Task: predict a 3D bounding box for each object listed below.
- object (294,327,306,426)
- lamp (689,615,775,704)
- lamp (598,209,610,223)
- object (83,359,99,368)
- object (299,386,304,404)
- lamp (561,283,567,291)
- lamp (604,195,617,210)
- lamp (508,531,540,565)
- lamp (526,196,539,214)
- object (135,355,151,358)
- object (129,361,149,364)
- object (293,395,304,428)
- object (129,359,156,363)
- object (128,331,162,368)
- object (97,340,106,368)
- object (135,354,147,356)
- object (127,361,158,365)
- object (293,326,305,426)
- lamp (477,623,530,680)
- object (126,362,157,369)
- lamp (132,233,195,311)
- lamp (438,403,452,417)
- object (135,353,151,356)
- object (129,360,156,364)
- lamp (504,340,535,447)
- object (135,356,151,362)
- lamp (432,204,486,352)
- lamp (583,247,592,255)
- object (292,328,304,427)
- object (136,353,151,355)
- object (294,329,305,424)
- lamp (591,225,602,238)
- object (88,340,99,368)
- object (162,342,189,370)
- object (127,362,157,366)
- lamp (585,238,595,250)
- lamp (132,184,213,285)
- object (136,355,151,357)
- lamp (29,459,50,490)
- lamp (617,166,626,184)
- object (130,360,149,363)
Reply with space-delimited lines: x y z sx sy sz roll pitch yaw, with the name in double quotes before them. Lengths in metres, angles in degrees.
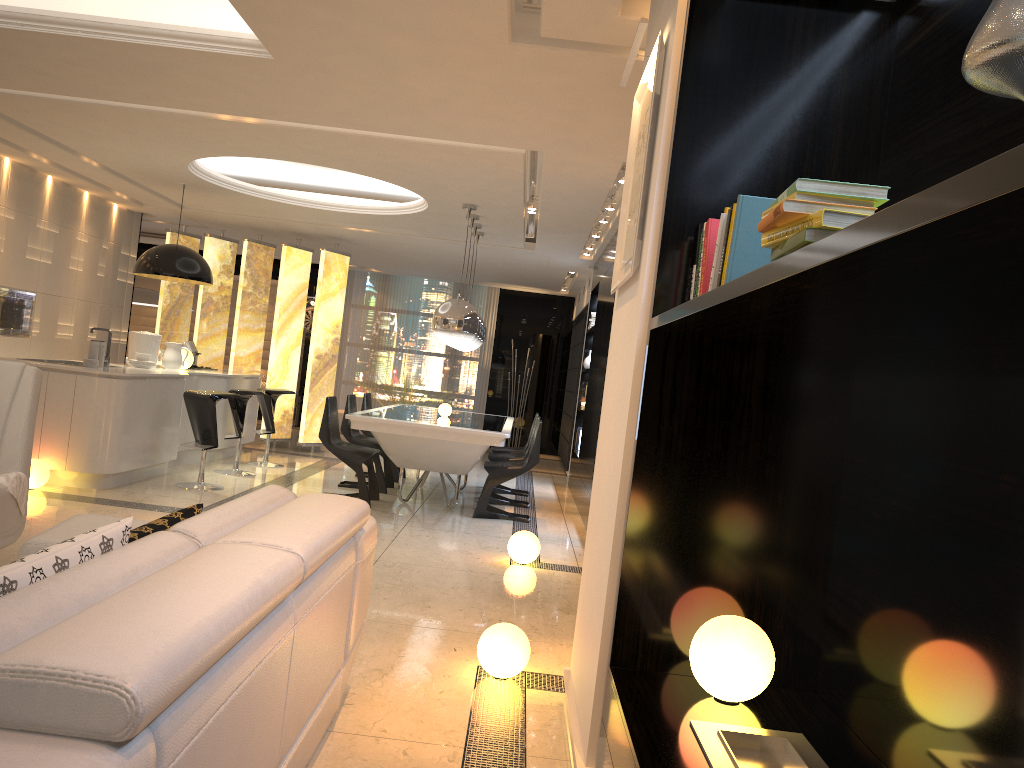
"object" -3.390 -0.118 14.179 0.026 1.605 0.027 7 1 39
"lamp" 0.564 0.703 2.274 0.212 0.214 0.213 7 1 40
"lamp" 0.821 -1.499 7.900 0.107 0.127 0.107 7 0 -18
"object" -3.231 -0.158 6.803 0.111 0.062 0.111 7 0 22
"object" -3.426 0.181 14.257 0.330 0.297 0.032 7 0 1
"lamp" 0.831 -1.545 14.102 0.107 0.127 0.107 7 0 -18
"lamp" 0.813 -1.495 7.303 0.107 0.127 0.107 7 0 -18
"lamp" 0.078 1.064 5.782 0.212 0.214 0.213 7 1 40
"lamp" 0.181 -1.575 7.783 0.107 0.127 0.271 7 0 1
"object" -3.310 -0.224 7.951 0.138 0.051 0.138 6 1 -41
"object" -3.315 -0.185 7.950 0.229 0.016 0.229 7 1 30
"object" -3.456 0.427 14.164 0.261 0.508 0.325 7 0 1
"object" -3.314 -0.199 7.950 0.229 0.016 0.229 7 1 30
"object" -3.424 -0.326 8.249 0.288 0.330 0.288 7 0 18
"object" -3.250 -0.240 6.994 0.071 0.219 0.071 7 0 -23
"object" -3.309 -0.236 7.951 0.138 0.051 0.138 6 1 -41
"object" -3.316 -0.174 7.951 0.264 0.033 0.264 7 1 -30
"object" -3.391 -0.119 14.084 0.026 1.605 0.027 7 1 39
"lamp" -0.033 1.068 3.556 0.212 0.214 0.213 7 1 40
"object" -3.318 -0.162 7.951 0.264 0.033 0.264 7 1 -30
"lamp" -5.365 -1.653 12.742 1.578 0.995 0.939 7 0 1
"lamp" -0.621 0.241 8.236 0.125 0.125 0.125 7 1 -39
"object" -3.308 -0.241 7.951 0.138 0.051 0.138 6 1 -41
"object" -3.315 -0.190 7.950 0.229 0.016 0.229 7 1 30
"lamp" 0.095 0.202 14.356 0.418 1.801 0.200 7 0 1
"object" -3.311 -0.218 7.951 0.138 0.051 0.138 6 1 -41
"lamp" -0.427 -0.936 8.344 0.408 1.226 1.827 7 0 1
"lamp" 0.848 -1.511 9.975 0.107 0.127 0.107 7 0 -18
"object" -3.392 -0.118 14.036 0.026 1.605 0.027 7 1 39
"object" -3.307 -0.247 7.950 0.138 0.051 0.138 6 1 -41
"object" -3.391 -0.117 14.132 0.026 1.605 0.027 7 1 39
"lamp" 0.832 -1.504 8.713 0.107 0.127 0.107 7 0 -18
"object" -3.251 -0.240 6.887 0.071 0.219 0.071 7 0 -8
"object" -3.201 -0.263 8.412 0.211 0.254 0.183 7 1 -37
"object" -3.317 -0.168 7.951 0.264 0.033 0.264 7 1 -30
"lamp" 0.843 -1.508 9.526 0.107 0.127 0.107 7 0 -18
"lamp" -3.121 -1.425 8.308 0.710 0.898 0.710 7 0 11
"object" -3.310 -0.230 7.951 0.138 0.051 0.138 6 1 -41
"lamp" -3.414 0.641 6.319 0.212 0.214 0.213 7 1 -39
"lamp" 0.800 -1.489 6.299 0.107 0.127 0.107 7 0 -18
"object" -3.314 -0.194 7.950 0.229 0.016 0.229 7 1 30
